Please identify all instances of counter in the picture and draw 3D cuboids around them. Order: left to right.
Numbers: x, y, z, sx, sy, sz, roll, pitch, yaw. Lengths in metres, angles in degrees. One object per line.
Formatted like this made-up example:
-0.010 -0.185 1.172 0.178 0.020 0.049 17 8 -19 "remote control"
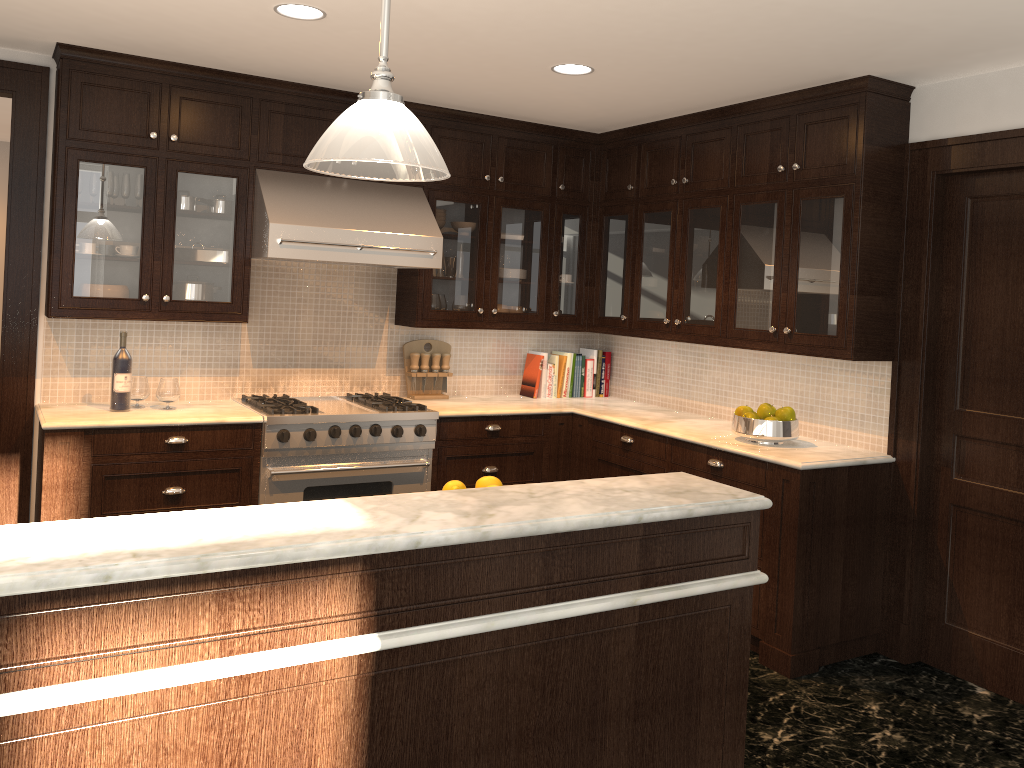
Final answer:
-0.870 0.429 1.884 2.865 0.032 1.059 -1 7 -31 "counter"
-0.669 0.287 1.574 2.851 0.032 0.330 -1 7 -31 "counter"
-0.281 0.226 4.156 3.364 0.032 2.327 -1 7 -31 "counter"

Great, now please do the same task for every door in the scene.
2.104 0.206 3.592 0.108 2.183 0.867 3 1 -31 "door"

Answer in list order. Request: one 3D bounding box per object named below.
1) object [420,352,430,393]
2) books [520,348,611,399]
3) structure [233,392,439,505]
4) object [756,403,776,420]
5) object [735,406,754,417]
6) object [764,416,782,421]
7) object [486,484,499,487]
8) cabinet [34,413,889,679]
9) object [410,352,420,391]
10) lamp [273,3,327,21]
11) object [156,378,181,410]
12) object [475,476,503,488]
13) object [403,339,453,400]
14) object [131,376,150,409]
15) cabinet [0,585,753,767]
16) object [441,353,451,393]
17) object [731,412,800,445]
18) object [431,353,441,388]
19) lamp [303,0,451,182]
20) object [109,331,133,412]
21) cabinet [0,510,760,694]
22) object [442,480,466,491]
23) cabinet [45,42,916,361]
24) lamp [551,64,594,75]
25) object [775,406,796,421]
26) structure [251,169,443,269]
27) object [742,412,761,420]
-0.519 -0.068 5.226 0.061 0.237 0.061 3 1 29 "object"
0.350 -0.076 5.751 0.602 0.311 0.195 0 3 -31 "books"
-0.964 0.506 4.706 0.905 0.837 0.722 1 3 -31 "structure"
1.218 0.141 4.222 0.096 0.099 0.091 5 4 36 "object"
1.125 0.154 4.276 0.091 0.098 0.093 4 3 26 "object"
1.227 0.200 4.151 0.091 0.097 0.092 3 3 -1 "object"
-0.055 0.328 2.556 0.081 0.072 0.083 2 4 -20 "object"
-0.304 0.682 4.159 3.364 0.879 2.327 0 6 -31 "cabinet"
-0.575 -0.072 5.192 0.061 0.228 0.061 4 1 41 "object"
-0.805 -1.484 3.369 0.198 0.136 0.198 5 5 24 "lamp"
-1.675 0.048 4.304 0.112 0.151 0.113 1 3 -39 "object"
-0.068 0.315 2.674 0.082 0.072 0.081 2 4 -16 "object"
-0.492 -0.088 5.253 0.316 0.349 0.111 1 2 -31 "object"
-1.828 0.040 4.313 0.112 0.151 0.113 1 3 -39 "object"
-0.891 0.869 1.893 2.844 0.912 1.031 0 5 -31 "cabinet"
-0.400 -0.069 5.298 0.061 0.237 0.061 3 1 23 "object"
1.215 0.216 4.242 0.318 0.122 0.320 -1 6 -37 "object"
-0.457 -0.074 5.263 0.061 0.226 0.061 3 1 29 "object"
-0.273 -0.853 1.923 0.317 0.782 0.318 3 1 -17 "lamp"
-1.847 -0.061 4.179 0.094 0.377 0.095 3 1 -16 "object"
-0.683 0.378 1.570 2.833 0.152 0.294 -1 6 -31 "cabinet"
-0.168 0.319 2.595 0.079 0.073 0.082 0 5 -43 "object"
-0.226 -0.846 4.152 3.363 1.253 2.319 0 6 -31 "cabinet"
0.279 -1.496 4.017 0.197 0.136 0.198 3 4 4 "lamp"
1.291 0.154 4.171 0.093 0.098 0.091 5 3 30 "object"
-0.906 -0.883 4.718 0.930 0.477 0.643 0 5 -31 "structure"
1.140 0.180 4.203 0.100 0.096 0.091 2 3 -13 "object"
